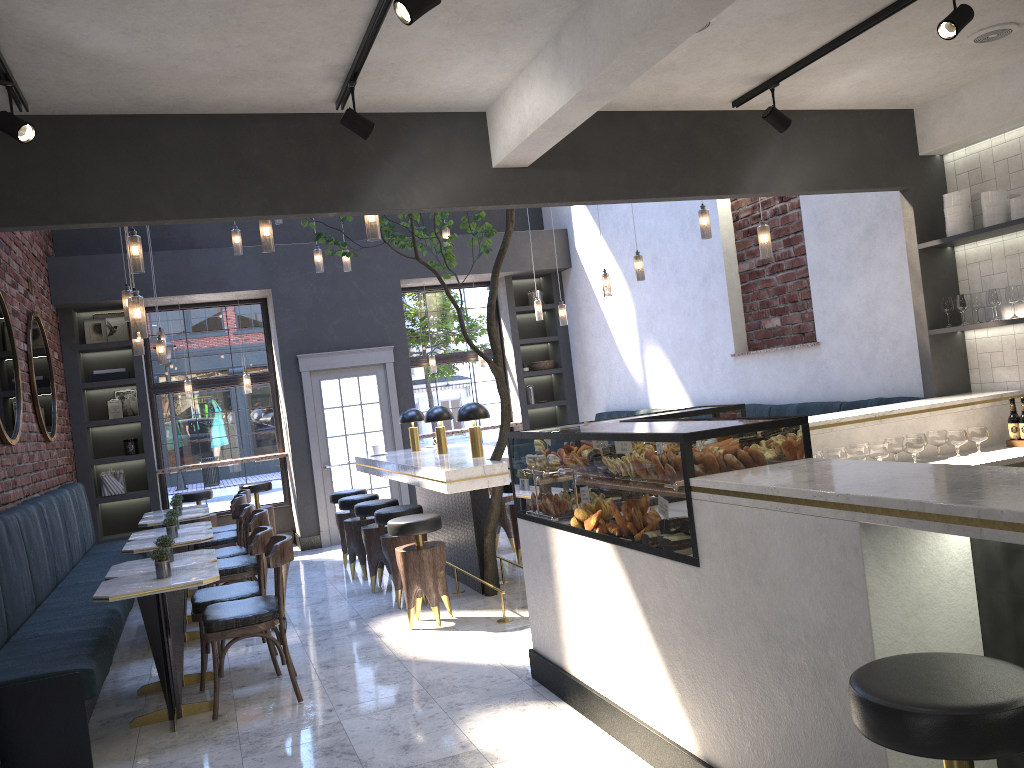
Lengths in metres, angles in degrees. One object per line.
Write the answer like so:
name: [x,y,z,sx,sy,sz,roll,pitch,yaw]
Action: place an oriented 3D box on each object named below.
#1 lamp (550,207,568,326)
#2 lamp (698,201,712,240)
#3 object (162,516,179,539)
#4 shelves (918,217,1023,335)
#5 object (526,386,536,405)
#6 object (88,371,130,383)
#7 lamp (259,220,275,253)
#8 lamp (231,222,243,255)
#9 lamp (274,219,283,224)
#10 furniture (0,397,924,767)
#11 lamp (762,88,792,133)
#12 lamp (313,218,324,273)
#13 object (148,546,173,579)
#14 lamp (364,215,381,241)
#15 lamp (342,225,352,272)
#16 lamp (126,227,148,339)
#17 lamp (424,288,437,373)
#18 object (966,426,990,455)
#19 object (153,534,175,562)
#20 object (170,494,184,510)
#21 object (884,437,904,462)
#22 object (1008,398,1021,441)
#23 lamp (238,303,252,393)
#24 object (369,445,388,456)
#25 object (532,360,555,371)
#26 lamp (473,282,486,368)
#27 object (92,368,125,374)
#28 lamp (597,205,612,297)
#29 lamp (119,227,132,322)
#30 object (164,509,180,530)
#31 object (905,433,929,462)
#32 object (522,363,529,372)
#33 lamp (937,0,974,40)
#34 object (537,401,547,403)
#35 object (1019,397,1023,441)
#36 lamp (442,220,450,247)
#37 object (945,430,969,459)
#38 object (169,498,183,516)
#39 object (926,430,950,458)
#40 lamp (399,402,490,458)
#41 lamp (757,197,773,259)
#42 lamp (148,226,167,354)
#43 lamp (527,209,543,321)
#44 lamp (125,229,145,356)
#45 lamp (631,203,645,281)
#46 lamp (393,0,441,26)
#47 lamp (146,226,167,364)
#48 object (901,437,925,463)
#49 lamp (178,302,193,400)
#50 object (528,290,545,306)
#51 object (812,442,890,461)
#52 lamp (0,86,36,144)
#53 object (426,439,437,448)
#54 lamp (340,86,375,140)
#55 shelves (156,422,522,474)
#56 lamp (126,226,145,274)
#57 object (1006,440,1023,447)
lamp: [0.308,-2.663,9.435,0.078,4.105,0.078,-7,0,-35]
lamp: [1.230,-3.141,6.725,0.078,4.105,0.078,-7,0,-35]
object: [-2.473,1.037,6.437,0.118,0.165,0.123,-7,0,-42]
shelves: [3.360,-0.704,4.002,0.300,0.580,3.601,-7,0,-20]
object: [0.246,0.144,11.610,0.098,0.248,0.098,-7,0,20]
object: [-4.521,-0.075,9.962,0.412,0.084,0.287,-7,-1,-20]
lamp: [-1.824,-2.895,5.750,0.078,4.105,0.078,-7,0,10]
lamp: [-2.704,-3.203,7.971,0.078,4.105,0.078,-7,0,-35]
lamp: [-2.636,-3.683,9.084,0.078,4.105,0.078,-7,0,-35]
furniture: [-0.707,1.092,7.418,6.019,1.151,5.343,-7,-1,-20]
lamp: [1.410,-1.459,4.736,0.157,0.235,0.087,-7,0,-26]
lamp: [-2.104,-3.120,8.582,0.078,4.105,0.078,-7,0,-35]
object: [-1.864,0.948,4.722,0.118,0.165,0.123,-7,0,-42]
lamp: [-1.040,-2.868,5.107,0.078,4.105,0.078,-7,0,10]
lamp: [-1.969,-3.222,9.301,0.078,4.105,0.078,-7,0,-35]
lamp: [-2.203,-2.278,4.668,0.078,4.105,0.078,-7,0,-35]
lamp: [-1.077,-0.852,11.235,0.078,1.429,0.078,-7,0,33]
object: [2.579,0.314,4.909,0.114,0.147,0.114,-7,0,-15]
object: [-2.059,0.977,5.270,0.118,0.165,0.123,-7,0,-42]
object: [-3.264,1.153,8.659,0.118,0.165,0.123,-7,0,-42]
object: [2.111,0.370,4.880,0.114,0.147,0.114,-7,0,-15]
object: [2.894,0.218,5.104,0.069,0.279,0.069,-7,0,32]
lamp: [-3.196,-0.603,10.470,0.078,1.429,0.078,-7,0,33]
object: [-1.323,0.651,8.728,0.175,0.098,0.204,-7,0,-15]
object: [0.416,-0.243,11.760,0.305,0.123,0.305,-7,0,1]
lamp: [-0.462,-0.924,11.456,0.078,1.429,0.078,-7,0,10]
object: [-4.536,-0.135,9.971,0.327,0.039,0.227,-7,-1,-30]
lamp: [0.662,-2.863,8.389,0.078,4.105,0.078,-7,0,33]
lamp: [-2.981,-2.489,6.363,0.078,4.105,0.078,-7,0,-12]
object: [-2.668,1.066,6.984,0.118,0.165,0.123,-7,0,-42]
object: [2.252,0.353,4.931,0.114,0.147,0.114,-7,0,-15]
object: [0.166,-0.212,11.645,0.116,0.119,0.117,-7,0,-43]
lamp: [1.799,-1.517,3.607,0.157,0.235,0.087,-7,0,-26]
object: [0.395,0.238,11.630,0.130,0.026,0.130,-7,-1,-37]
object: [2.919,0.214,5.034,0.069,0.279,0.069,-7,0,-43]
lamp: [-0.900,-3.415,9.081,0.078,4.105,0.078,-7,0,-35]
object: [2.437,0.330,4.858,0.114,0.147,0.114,-7,0,-15]
object: [-3.069,1.125,8.112,0.118,0.165,0.123,-7,0,-42]
object: [2.393,0.337,4.982,0.114,0.147,0.114,-7,0,-15]
lamp: [-0.162,-1.123,3.996,4.180,3.256,8.840,-7,-1,-37]
lamp: [1.497,-2.902,6.067,0.078,4.105,0.078,-7,0,-35]
lamp: [-3.655,-2.326,8.664,0.078,4.105,0.078,-7,0,-35]
lamp: [0.069,-2.763,10.061,0.078,4.105,0.078,-7,0,-35]
lamp: [-3.173,-2.265,6.969,0.078,4.105,0.078,-7,0,-12]
lamp: [0.881,-2.943,7.756,0.078,4.105,0.078,-7,0,33]
lamp: [-0.309,-1.271,2.847,0.157,0.238,0.087,-7,0,-26]
lamp: [-3.447,-2.222,8.125,0.078,4.105,0.078,-7,0,-35]
object: [2.155,0.363,4.756,0.114,0.147,0.114,-7,0,-15]
lamp: [-3.810,-0.530,10.249,0.078,1.429,0.078,-7,0,10]
object: [0.323,-1.134,11.780,0.214,0.215,0.213,-7,0,-10]
object: [1.710,0.416,4.696,0.575,0.147,0.256,-7,0,-20]
lamp: [-1.974,-1.062,3.513,0.157,0.235,0.087,-7,0,21]
object: [-0.768,0.587,8.963,0.175,0.097,0.301,-7,-1,-29]
lamp: [-0.698,-1.213,3.976,0.157,0.238,0.087,-7,0,-26]
shelves: [-1.988,0.760,10.847,4.401,0.043,0.384,-7,-1,-20]
lamp: [-2.488,-2.705,5.313,0.078,4.105,0.078,-7,0,-35]
object: [3.038,0.323,5.071,0.307,0.038,0.231,-7,-1,-20]
